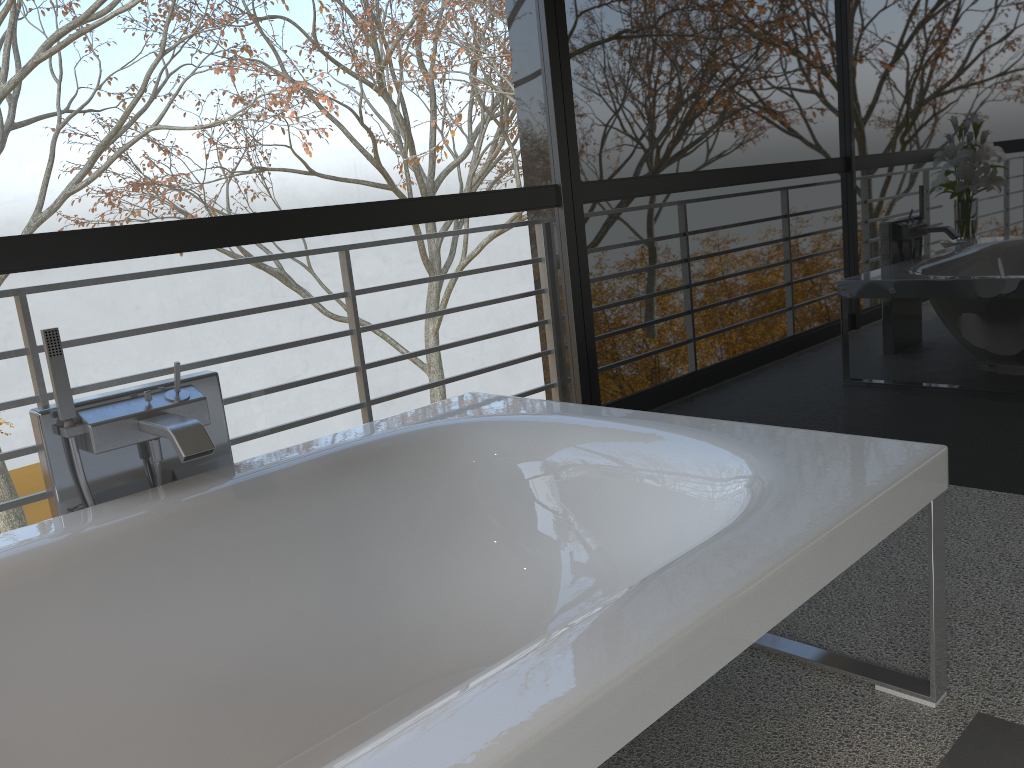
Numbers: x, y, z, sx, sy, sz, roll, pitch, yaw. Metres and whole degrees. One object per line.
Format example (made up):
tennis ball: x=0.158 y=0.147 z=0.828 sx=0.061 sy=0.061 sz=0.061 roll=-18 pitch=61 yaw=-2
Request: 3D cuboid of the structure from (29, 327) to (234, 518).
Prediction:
structure: x=-0.728 y=0.291 z=1.929 sx=0.402 sy=0.883 sz=0.330 roll=-17 pitch=15 yaw=-43

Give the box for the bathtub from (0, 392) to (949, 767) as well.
bathtub: x=-0.315 y=0.523 z=1.506 sx=1.961 sy=0.503 sz=1.328 roll=-17 pitch=16 yaw=-43
